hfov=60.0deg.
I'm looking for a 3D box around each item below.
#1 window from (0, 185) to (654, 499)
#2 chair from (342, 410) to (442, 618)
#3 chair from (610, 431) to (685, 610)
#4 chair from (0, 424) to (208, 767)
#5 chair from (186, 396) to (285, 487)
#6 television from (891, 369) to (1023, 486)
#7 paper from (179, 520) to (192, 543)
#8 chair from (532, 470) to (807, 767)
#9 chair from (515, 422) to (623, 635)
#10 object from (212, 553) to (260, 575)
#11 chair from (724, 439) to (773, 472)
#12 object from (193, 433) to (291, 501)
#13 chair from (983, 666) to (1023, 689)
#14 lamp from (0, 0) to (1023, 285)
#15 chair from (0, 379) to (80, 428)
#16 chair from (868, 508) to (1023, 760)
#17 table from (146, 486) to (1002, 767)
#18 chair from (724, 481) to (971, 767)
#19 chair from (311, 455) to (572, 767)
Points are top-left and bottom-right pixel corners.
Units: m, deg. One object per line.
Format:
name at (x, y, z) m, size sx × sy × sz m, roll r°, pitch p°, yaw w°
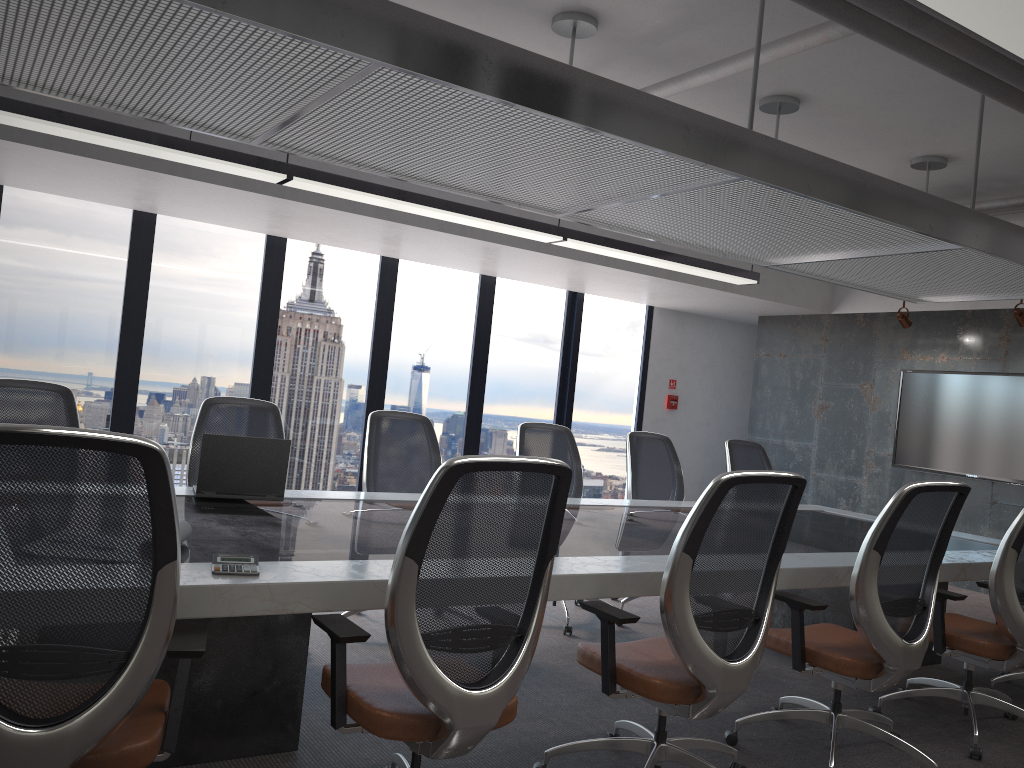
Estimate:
window at (-2.303, -0.152, 8.158) m, size 9.225 × 2.670 × 0.121 m, roll 6°, pitch -1°, yaw -33°
chair at (-0.504, 0.753, 4.837) m, size 0.828 × 1.166 × 0.789 m, roll 5°, pitch -1°, yaw 21°
chair at (1.082, 0.928, 5.859) m, size 0.828 × 1.166 × 0.789 m, roll 5°, pitch -1°, yaw 21°
chair at (-1.072, 0.653, 2.057) m, size 0.828 × 1.166 × 0.789 m, roll 5°, pitch -1°, yaw 37°
chair at (-1.335, 0.662, 4.381) m, size 0.828 × 1.166 × 0.789 m, roll 5°, pitch -1°, yaw 32°
television at (4.742, 0.414, 7.066) m, size 0.101 × 0.960 × 3.667 m, roll 6°, pitch -1°, yaw -33°
paper at (-1.184, 0.449, 2.626) m, size 0.379 × 0.069 × 0.348 m, roll 6°, pitch -1°, yaw -7°
chair at (0.539, 0.830, 3.036) m, size 0.828 × 1.166 × 0.789 m, roll 5°, pitch -1°, yaw 21°
chair at (0.326, 0.846, 5.478) m, size 0.828 × 1.166 × 0.789 m, roll 5°, pitch -1°, yaw 27°
object at (-0.777, 0.507, 2.496) m, size 0.126 × 0.026 × 0.161 m, roll 6°, pitch -1°, yaw -18°
chair at (1.875, 1.015, 6.371) m, size 0.828 × 1.166 × 0.789 m, roll 5°, pitch -1°, yaw 21°
object at (-1.197, 0.359, 3.920) m, size 0.366 × 0.277 × 0.308 m, roll 6°, pitch -1°, yaw -22°
chair at (2.919, 1.093, 4.570) m, size 0.828 × 1.166 × 0.789 m, roll 5°, pitch -1°, yaw 21°
lamp at (0.583, -1.481, 4.173) m, size 6.097 × 0.908 × 4.126 m, roll 6°, pitch -1°, yaw -33°
chair at (-2.091, 0.578, 3.814) m, size 0.828 × 1.166 × 0.789 m, roll 5°, pitch -1°, yaw 21°
chair at (2.126, 1.005, 4.058) m, size 0.828 × 1.166 × 0.789 m, roll 5°, pitch -1°, yaw 21°
table at (0.398, 1.039, 4.190) m, size 5.498 × 0.745 × 1.898 m, roll 6°, pitch -1°, yaw -33°
chair at (1.332, 0.918, 3.547) m, size 0.828 × 1.166 × 0.789 m, roll 5°, pitch -1°, yaw 21°
chair at (-0.254, 0.743, 2.525) m, size 0.828 × 1.166 × 0.789 m, roll 5°, pitch -1°, yaw 21°
